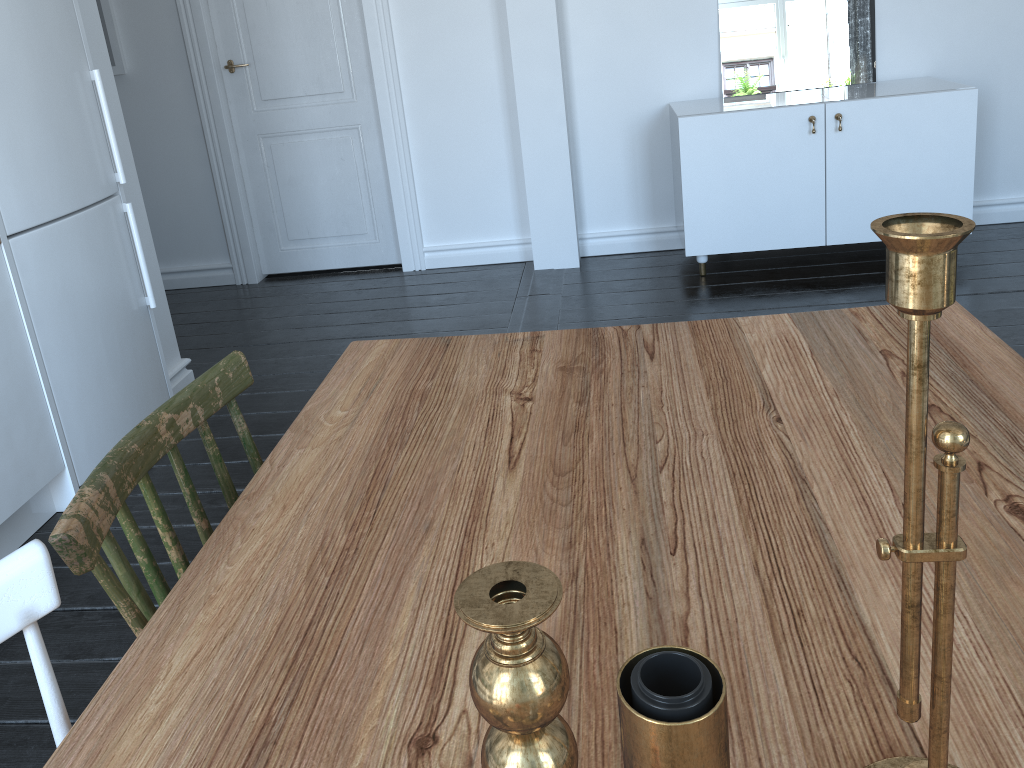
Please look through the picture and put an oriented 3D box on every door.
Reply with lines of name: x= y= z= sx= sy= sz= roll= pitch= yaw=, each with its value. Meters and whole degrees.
door: x=-1.095 y=-1.718 z=4.352 sx=1.040 sy=2.391 sz=0.120 roll=-4 pitch=18 yaw=7

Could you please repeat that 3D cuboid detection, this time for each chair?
chair: x=-0.185 y=0.411 z=1.142 sx=0.485 sy=0.799 sz=0.485 roll=-5 pitch=19 yaw=6
chair: x=-0.249 y=0.609 z=0.676 sx=0.509 sy=0.814 sz=0.483 roll=-4 pitch=19 yaw=7

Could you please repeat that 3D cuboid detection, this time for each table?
table: x=0.153 y=0.681 z=0.551 sx=1.016 sy=0.691 sz=2.314 roll=-4 pitch=23 yaw=7

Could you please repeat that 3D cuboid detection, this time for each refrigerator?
refrigerator: x=-1.615 y=-0.569 z=2.626 sx=0.680 sy=1.741 sz=0.597 roll=-4 pitch=18 yaw=7

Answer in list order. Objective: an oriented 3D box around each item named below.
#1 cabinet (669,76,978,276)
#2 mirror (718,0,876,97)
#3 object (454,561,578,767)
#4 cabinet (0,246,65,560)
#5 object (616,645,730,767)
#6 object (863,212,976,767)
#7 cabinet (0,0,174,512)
cabinet: x=1.359 y=-0.932 z=3.987 sx=1.199 sy=0.711 sz=0.612 roll=-4 pitch=20 yaw=7
mirror: x=1.318 y=-1.618 z=4.075 sx=0.695 sy=0.486 sz=0.056 roll=-4 pitch=18 yaw=7
object: x=0.011 y=0.222 z=0.496 sx=0.101 sy=0.239 sz=0.104 roll=4 pitch=21 yaw=30
cabinet: x=-1.921 y=0.664 z=1.032 sx=0.728 sy=0.786 sz=3.307 roll=-1 pitch=23 yaw=15
object: x=0.072 y=0.243 z=0.353 sx=0.143 sy=0.300 sz=0.142 roll=-22 pitch=24 yaw=-37
object: x=0.248 y=0.106 z=0.504 sx=0.115 sy=0.397 sz=0.115 roll=-17 pitch=21 yaw=-28
cabinet: x=-1.948 y=-0.182 z=1.104 sx=0.779 sy=2.287 sz=3.938 roll=-3 pitch=22 yaw=11
